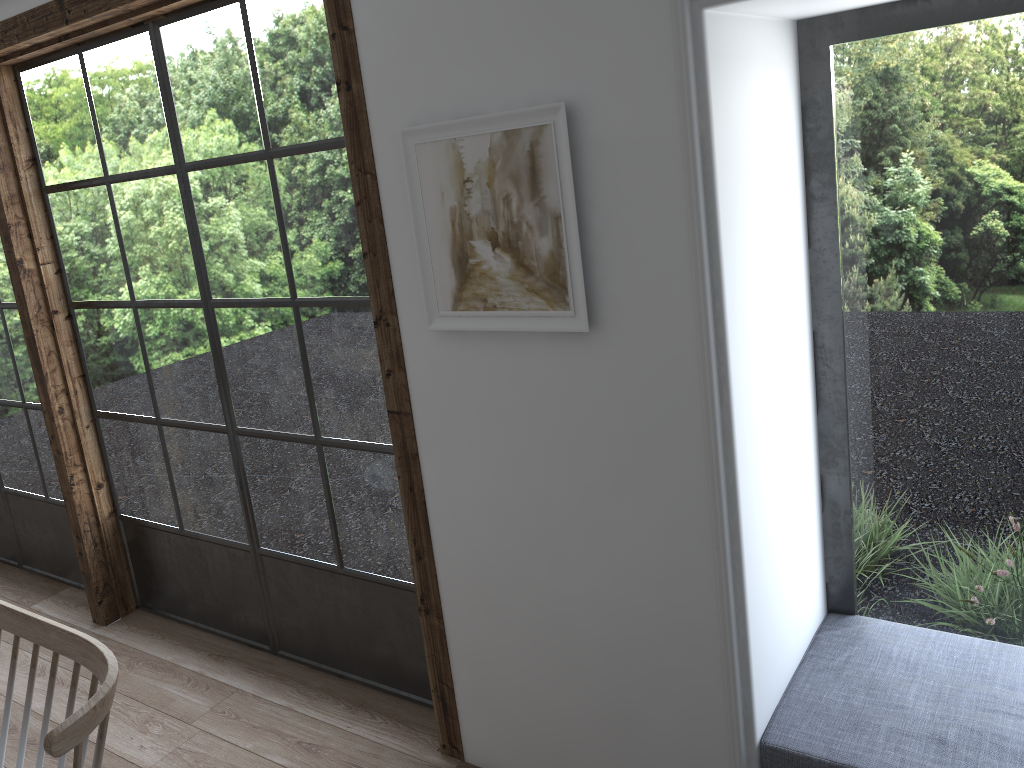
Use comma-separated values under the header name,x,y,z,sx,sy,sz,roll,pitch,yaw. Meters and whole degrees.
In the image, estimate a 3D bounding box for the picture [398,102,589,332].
name,x,y,z,sx,sy,sz,roll,pitch,yaw
picture,-0.042,-0.348,1.937,0.447,0.465,0.029,2,15,36

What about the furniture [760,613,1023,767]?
name,x,y,z,sx,sy,sz,roll,pitch,yaw
furniture,1.122,0.740,1.819,1.082,0.114,0.587,3,19,35

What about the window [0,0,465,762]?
name,x,y,z,sx,sy,sz,roll,pitch,yaw
window,-2.484,-0.181,3.887,5.560,2.230,0.158,3,16,36

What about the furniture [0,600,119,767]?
name,x,y,z,sx,sy,sz,roll,pitch,yaw
furniture,-1.293,0.940,1.884,1.400,0.801,0.535,3,16,35
